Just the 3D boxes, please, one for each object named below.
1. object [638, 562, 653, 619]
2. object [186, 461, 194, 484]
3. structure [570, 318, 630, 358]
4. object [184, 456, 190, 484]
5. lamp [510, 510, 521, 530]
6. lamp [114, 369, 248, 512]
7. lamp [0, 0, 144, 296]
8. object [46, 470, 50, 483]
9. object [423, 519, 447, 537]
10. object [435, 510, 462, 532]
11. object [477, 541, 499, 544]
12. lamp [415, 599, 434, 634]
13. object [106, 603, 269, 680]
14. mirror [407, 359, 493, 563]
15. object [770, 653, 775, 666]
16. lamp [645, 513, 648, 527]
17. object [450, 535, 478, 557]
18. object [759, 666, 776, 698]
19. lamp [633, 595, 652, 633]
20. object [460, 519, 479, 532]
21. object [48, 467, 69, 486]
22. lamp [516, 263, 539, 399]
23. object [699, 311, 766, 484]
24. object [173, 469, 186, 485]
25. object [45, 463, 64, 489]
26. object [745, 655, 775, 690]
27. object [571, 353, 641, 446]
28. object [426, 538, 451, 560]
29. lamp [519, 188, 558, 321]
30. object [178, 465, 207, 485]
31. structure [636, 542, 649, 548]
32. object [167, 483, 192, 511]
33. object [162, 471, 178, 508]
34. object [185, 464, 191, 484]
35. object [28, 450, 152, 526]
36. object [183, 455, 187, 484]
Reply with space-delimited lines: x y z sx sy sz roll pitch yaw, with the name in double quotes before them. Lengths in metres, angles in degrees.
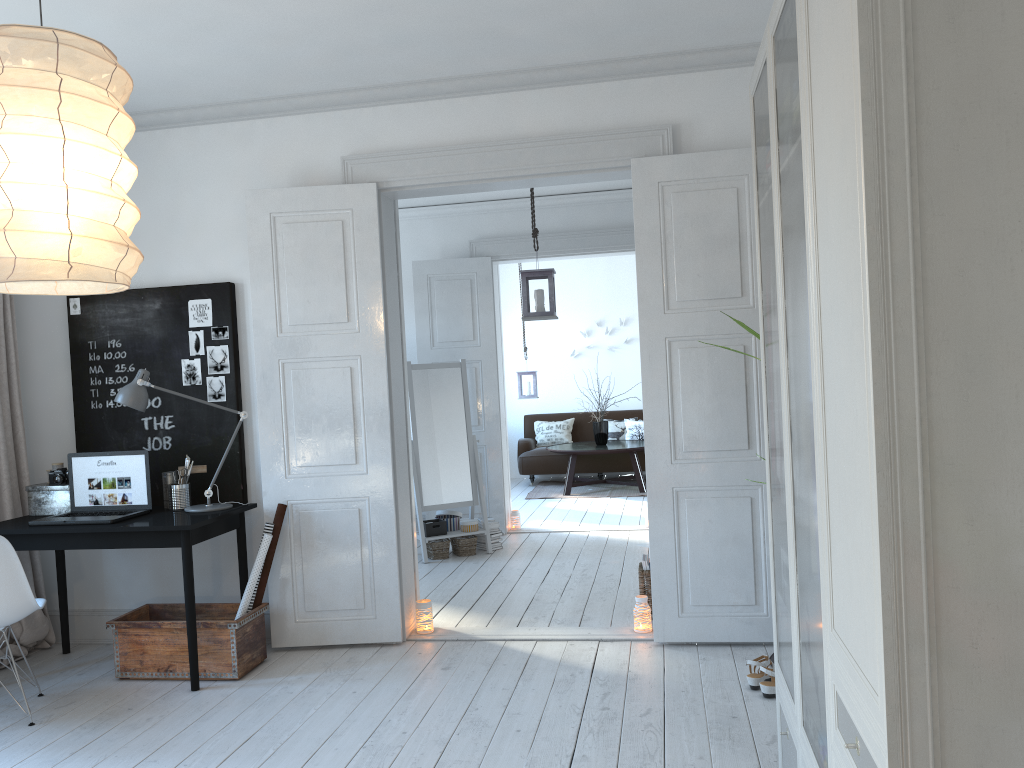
"object" 0.835 1.125 4.851 0.270 0.265 0.223 -3 1 10
"object" -1.643 0.509 4.475 0.084 0.240 0.009 -3 2 -13
"structure" 1.241 -0.595 11.281 1.025 0.478 0.085 -3 2 10
"object" -1.656 0.497 4.492 0.062 0.264 0.012 -4 2 -38
"lamp" 0.030 1.178 7.679 0.089 0.166 0.089 -3 1 9
"lamp" -1.621 0.274 4.395 0.616 0.716 0.230 -3 2 -19
"lamp" -1.032 -0.825 1.966 0.339 1.232 0.340 -2 2 41
"object" -2.410 0.483 4.631 0.040 0.069 0.040 -3 1 -2
"object" -0.596 1.086 6.690 0.165 0.103 0.155 -3 1 -26
"object" -0.496 1.051 6.906 0.207 0.159 0.241 -3 1 17
"object" -0.193 1.231 6.953 0.111 0.014 0.156 -3 1 -37
"lamp" -0.464 1.232 4.695 0.089 0.166 0.089 -3 1 2
"object" -1.554 1.246 4.296 0.665 0.282 0.339 -3 1 10
"mirror" -0.523 0.559 6.788 0.610 1.489 0.417 -4 2 -26
"object" 1.293 0.412 3.905 0.374 1.659 0.374 -3 2 17
"lamp" 1.168 1.150 7.473 0.093 0.110 0.093 -2 1 27
"object" -0.372 1.235 6.811 0.185 0.140 0.295 -3 1 -19
"object" 1.129 1.192 3.591 0.272 0.126 0.099 -3 1 -18
"lamp" 0.663 1.171 4.512 0.093 0.180 0.093 -3 1 -7
"object" -0.326 1.084 6.781 0.142 0.074 0.142 -3 1 -7
"object" -2.285 0.468 4.474 0.137 0.087 0.073 -3 1 10
"lamp" 0.143 -0.710 10.224 0.228 1.763 0.228 -3 2 6
"object" 1.138 0.481 2.965 1.044 1.554 0.288 -2 2 39
"object" -1.691 0.530 4.495 0.081 0.198 0.050 -2 2 35
"object" -2.367 0.477 4.556 0.056 0.130 0.167 -3 1 8
"object" 1.063 1.194 3.745 0.099 0.126 0.272 -2 1 42
"object" 1.101 0.160 9.998 0.845 1.066 0.525 -3 1 -19
"object" -0.573 1.246 6.737 0.185 0.140 0.295 -3 1 -19
"lamp" 0.141 -1.308 5.850 0.228 1.763 0.228 -3 2 6
"object" -1.628 0.523 4.528 0.138 0.209 0.034 -3 2 -10
"structure" 1.606 -0.133 6.788 1.247 2.829 0.800 -4 2 -35
"object" -1.680 0.569 4.484 0.108 0.128 0.108 -2 1 25
"object" -1.758 0.548 4.569 0.079 0.188 0.079 -3 1 -11
"object" -1.653 0.519 4.483 0.009 0.222 0.082 -2 2 39
"object" -2.030 0.497 4.262 0.445 0.315 0.325 -3 1 10
"object" -1.660 0.494 4.493 0.008 0.268 0.060 -2 2 26
